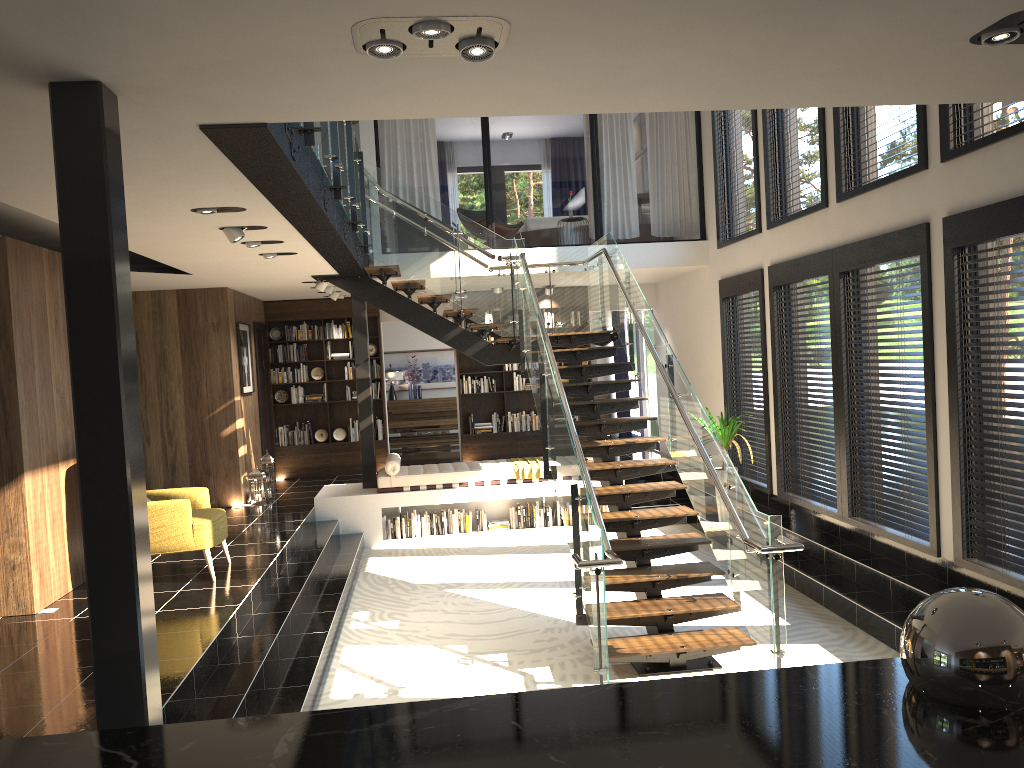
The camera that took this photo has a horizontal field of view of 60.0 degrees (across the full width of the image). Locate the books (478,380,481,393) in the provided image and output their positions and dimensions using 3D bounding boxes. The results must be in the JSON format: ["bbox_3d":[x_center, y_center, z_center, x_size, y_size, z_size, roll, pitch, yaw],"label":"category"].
[{"bbox_3d":[-0.504,0.039,13.744,0.033,0.193,0.172,-3,2,-6],"label":"books"}]

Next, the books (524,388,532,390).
[{"bbox_3d":[0.328,0.075,13.800,0.274,0.025,0.156,-3,2,-9],"label":"books"}]

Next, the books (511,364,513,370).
[{"bbox_3d":[-0.011,-0.325,13.743,0.027,0.228,0.208,-3,2,-6],"label":"books"}]

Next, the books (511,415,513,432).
[{"bbox_3d":[-0.009,0.609,13.771,0.030,0.262,0.173,-3,2,-6],"label":"books"}]

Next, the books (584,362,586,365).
[{"bbox_3d":[1.129,-0.370,13.875,0.023,0.189,0.197,-3,2,-6],"label":"books"}]

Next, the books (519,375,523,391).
[{"bbox_3d":[0.129,-0.022,13.745,0.036,0.244,0.194,-3,2,-6],"label":"books"}]

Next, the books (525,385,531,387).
[{"bbox_3d":[0.326,0.025,13.793,0.261,0.024,0.167,-3,2,-9],"label":"books"}]

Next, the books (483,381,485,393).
[{"bbox_3d":[-0.443,0.047,13.750,0.027,0.171,0.146,-3,2,-6],"label":"books"}]

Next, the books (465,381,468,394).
[{"bbox_3d":[-0.708,0.048,13.707,0.028,0.199,0.175,-3,2,-6],"label":"books"}]

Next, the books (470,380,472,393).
[{"bbox_3d":[-0.633,0.039,13.729,0.022,0.207,0.130,-3,2,-6],"label":"books"}]

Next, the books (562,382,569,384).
[{"bbox_3d":[0.817,-0.023,13.844,0.268,0.022,0.156,-3,2,-10],"label":"books"}]

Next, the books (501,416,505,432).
[{"bbox_3d":[-0.147,0.620,13.813,0.075,0.255,0.181,-3,2,-6],"label":"books"}]

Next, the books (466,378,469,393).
[{"bbox_3d":[-0.686,0.023,13.728,0.023,0.245,0.159,-3,2,-6],"label":"books"}]

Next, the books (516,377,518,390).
[{"bbox_3d":[0.072,-0.006,13.733,0.023,0.218,0.195,-3,2,-6],"label":"books"}]

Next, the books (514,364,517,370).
[{"bbox_3d":[0.041,-0.343,13.750,0.028,0.258,0.208,-3,2,-6],"label":"books"}]

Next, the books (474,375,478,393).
[{"bbox_3d":[-0.557,0.003,13.731,0.029,0.272,0.152,-3,2,-6],"label":"books"}]

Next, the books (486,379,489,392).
[{"bbox_3d":[-0.388,0.026,13.758,0.030,0.205,0.170,-3,2,-6],"label":"books"}]

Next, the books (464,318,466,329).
[{"bbox_3d":[-0.730,-0.946,13.662,0.028,0.290,0.170,-3,2,-6],"label":"books"}]

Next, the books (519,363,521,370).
[{"bbox_3d":[0.116,-0.340,13.763,0.030,0.244,0.142,-3,2,-6],"label":"books"}]

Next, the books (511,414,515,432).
[{"bbox_3d":[0.016,0.601,13.791,0.025,0.275,0.150,-3,2,-6],"label":"books"}]

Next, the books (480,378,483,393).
[{"bbox_3d":[-0.472,0.023,13.734,0.030,0.222,0.189,-3,2,-6],"label":"books"}]

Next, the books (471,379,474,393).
[{"bbox_3d":[-0.608,0.028,13.730,0.028,0.227,0.136,-3,2,-6],"label":"books"}]

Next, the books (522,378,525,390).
[{"bbox_3d":[0.177,-0.035,13.781,0.067,0.261,0.159,-3,2,-6],"label":"books"}]

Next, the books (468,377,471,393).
[{"bbox_3d":[-0.658,0.016,13.712,0.029,0.258,0.181,-3,2,-6],"label":"books"}]

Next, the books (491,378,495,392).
[{"bbox_3d":[-0.293,0.019,13.750,0.028,0.210,0.169,-3,2,-6],"label":"books"}]

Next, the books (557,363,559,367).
[{"bbox_3d":[0.705,-0.349,13.841,0.026,0.196,0.147,-3,2,-6],"label":"books"}]

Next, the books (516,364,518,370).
[{"bbox_3d":[0.067,-0.317,13.775,0.026,0.201,0.146,-3,2,-6],"label":"books"}]

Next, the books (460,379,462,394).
[{"bbox_3d":[-0.794,0.038,13.729,0.025,0.227,0.156,-3,2,-6],"label":"books"}]

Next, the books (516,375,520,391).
[{"bbox_3d":[0.094,-0.022,13.767,0.030,0.245,0.166,-3,2,-6],"label":"books"}]

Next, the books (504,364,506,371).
[{"bbox_3d":[-0.124,-0.319,13.756,0.030,0.228,0.176,-3,2,-6],"label":"books"}]

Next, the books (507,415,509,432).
[{"bbox_3d":[-0.073,0.611,13.788,0.026,0.263,0.156,-3,2,-6],"label":"books"}]

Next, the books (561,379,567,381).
[{"bbox_3d":[0.814,-0.065,13.847,0.272,0.022,0.156,-3,2,-7],"label":"books"}]

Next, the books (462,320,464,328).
[{"bbox_3d":[-0.757,-0.914,13.661,0.030,0.231,0.200,-3,2,-6],"label":"books"}]

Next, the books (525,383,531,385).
[{"bbox_3d":[0.324,0.000,13.797,0.274,0.025,0.156,-3,2,-2],"label":"books"}]

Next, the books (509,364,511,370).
[{"bbox_3d":[-0.036,-0.308,13.749,0.024,0.198,0.174,-3,2,-6],"label":"books"}]

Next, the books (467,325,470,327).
[{"bbox_3d":[-0.566,-0.900,13.706,0.270,0.025,0.156,-3,2,-5],"label":"books"}]

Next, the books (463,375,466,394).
[{"bbox_3d":[-0.738,0.008,13.704,0.028,0.282,0.168,-3,2,-6],"label":"books"}]

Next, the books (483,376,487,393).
[{"bbox_3d":[-0.416,0.003,13.729,0.029,0.256,0.167,-3,2,-6],"label":"books"}]

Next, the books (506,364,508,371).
[{"bbox_3d":[-0.094,-0.342,13.756,0.031,0.272,0.158,-3,2,-6],"label":"books"}]

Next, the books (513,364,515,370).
[{"bbox_3d":[0.014,-0.332,13.754,0.027,0.239,0.153,-3,2,-6],"label":"books"}]

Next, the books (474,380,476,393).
[{"bbox_3d":[-0.581,0.042,13.726,0.024,0.197,0.172,-3,2,-6],"label":"books"}]

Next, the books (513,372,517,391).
[{"bbox_3d":[0.040,-0.038,13.765,0.030,0.284,0.176,-3,2,-6],"label":"books"}]

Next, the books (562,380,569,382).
[{"bbox_3d":[0.816,-0.044,13.841,0.260,0.021,0.167,-3,2,-8],"label":"books"}]

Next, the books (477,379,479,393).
[{"bbox_3d":[-0.532,0.029,13.747,0.021,0.216,0.170,-3,2,-6],"label":"books"}]

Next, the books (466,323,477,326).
[{"bbox_3d":[-0.567,-0.927,13.693,0.285,0.031,0.176,-3,2,-6],"label":"books"}]

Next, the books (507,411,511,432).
[{"bbox_3d":[-0.041,0.586,13.756,0.035,0.312,0.160,-3,2,-6],"label":"books"}]

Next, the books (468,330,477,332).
[{"bbox_3d":[-0.561,-0.823,13.701,0.268,0.026,0.156,-3,2,-1],"label":"books"}]

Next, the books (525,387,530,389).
[{"bbox_3d":[0.327,0.049,13.797,0.275,0.025,0.156,-3,2,-10],"label":"books"}]

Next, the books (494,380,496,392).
[{"bbox_3d":[-0.271,0.029,13.796,0.022,0.185,0.127,-3,2,-6],"label":"books"}]

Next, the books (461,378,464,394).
[{"bbox_3d":[-0.768,0.031,13.736,0.028,0.237,0.134,-3,2,-6],"label":"books"}]

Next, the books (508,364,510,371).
[{"bbox_3d":[-0.062,-0.290,13.761,0.027,0.162,0.125,-3,2,-6],"label":"books"}]

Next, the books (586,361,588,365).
[{"bbox_3d":[1.167,-0.375,13.880,0.051,0.194,0.192,-3,2,-5],"label":"books"}]

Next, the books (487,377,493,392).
[{"bbox_3d":[-0.342,0.008,13.743,0.070,0.236,0.206,-3,2,-6],"label":"books"}]
